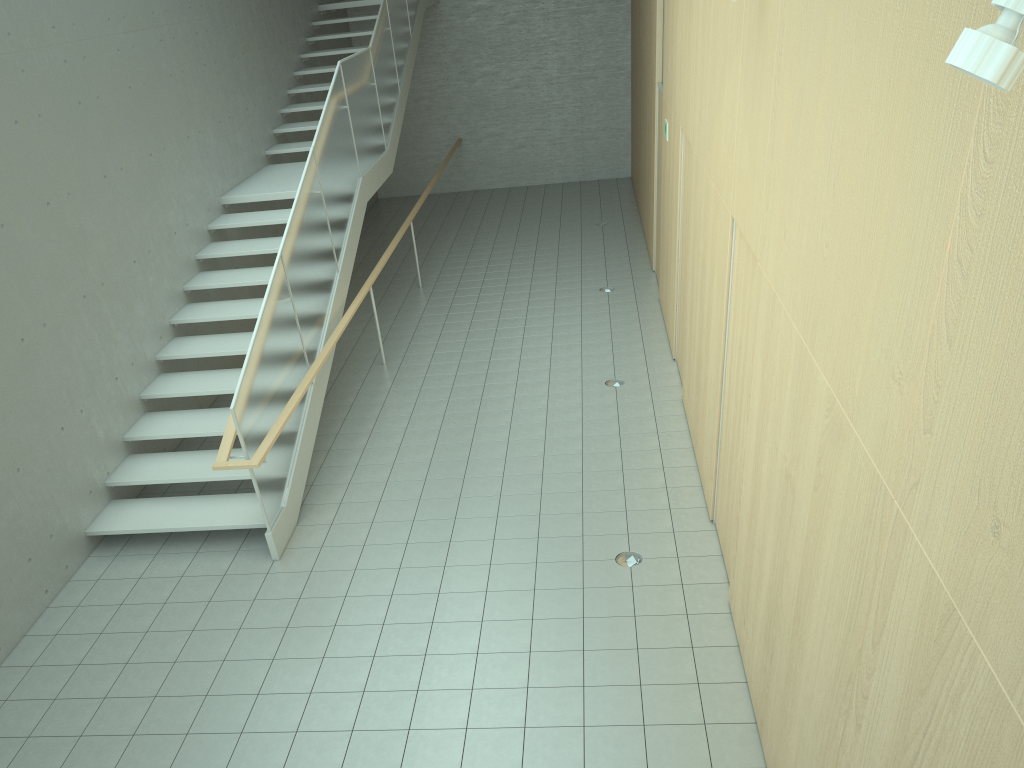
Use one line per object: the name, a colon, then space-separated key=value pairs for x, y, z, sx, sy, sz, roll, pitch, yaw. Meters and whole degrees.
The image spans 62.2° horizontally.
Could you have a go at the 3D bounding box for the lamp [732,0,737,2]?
lamp: x=1.013 y=-1.831 z=3.798 sx=0.229 sy=0.225 sz=0.123 roll=-12 pitch=32 yaw=-10

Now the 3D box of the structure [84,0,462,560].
structure: x=-2.303 y=-2.846 z=9.890 sx=1.888 sy=4.897 sz=10.918 roll=-2 pitch=28 yaw=6

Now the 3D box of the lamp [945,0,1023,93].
lamp: x=0.818 y=-0.585 z=1.356 sx=0.229 sy=0.225 sz=0.123 roll=-12 pitch=32 yaw=-10
